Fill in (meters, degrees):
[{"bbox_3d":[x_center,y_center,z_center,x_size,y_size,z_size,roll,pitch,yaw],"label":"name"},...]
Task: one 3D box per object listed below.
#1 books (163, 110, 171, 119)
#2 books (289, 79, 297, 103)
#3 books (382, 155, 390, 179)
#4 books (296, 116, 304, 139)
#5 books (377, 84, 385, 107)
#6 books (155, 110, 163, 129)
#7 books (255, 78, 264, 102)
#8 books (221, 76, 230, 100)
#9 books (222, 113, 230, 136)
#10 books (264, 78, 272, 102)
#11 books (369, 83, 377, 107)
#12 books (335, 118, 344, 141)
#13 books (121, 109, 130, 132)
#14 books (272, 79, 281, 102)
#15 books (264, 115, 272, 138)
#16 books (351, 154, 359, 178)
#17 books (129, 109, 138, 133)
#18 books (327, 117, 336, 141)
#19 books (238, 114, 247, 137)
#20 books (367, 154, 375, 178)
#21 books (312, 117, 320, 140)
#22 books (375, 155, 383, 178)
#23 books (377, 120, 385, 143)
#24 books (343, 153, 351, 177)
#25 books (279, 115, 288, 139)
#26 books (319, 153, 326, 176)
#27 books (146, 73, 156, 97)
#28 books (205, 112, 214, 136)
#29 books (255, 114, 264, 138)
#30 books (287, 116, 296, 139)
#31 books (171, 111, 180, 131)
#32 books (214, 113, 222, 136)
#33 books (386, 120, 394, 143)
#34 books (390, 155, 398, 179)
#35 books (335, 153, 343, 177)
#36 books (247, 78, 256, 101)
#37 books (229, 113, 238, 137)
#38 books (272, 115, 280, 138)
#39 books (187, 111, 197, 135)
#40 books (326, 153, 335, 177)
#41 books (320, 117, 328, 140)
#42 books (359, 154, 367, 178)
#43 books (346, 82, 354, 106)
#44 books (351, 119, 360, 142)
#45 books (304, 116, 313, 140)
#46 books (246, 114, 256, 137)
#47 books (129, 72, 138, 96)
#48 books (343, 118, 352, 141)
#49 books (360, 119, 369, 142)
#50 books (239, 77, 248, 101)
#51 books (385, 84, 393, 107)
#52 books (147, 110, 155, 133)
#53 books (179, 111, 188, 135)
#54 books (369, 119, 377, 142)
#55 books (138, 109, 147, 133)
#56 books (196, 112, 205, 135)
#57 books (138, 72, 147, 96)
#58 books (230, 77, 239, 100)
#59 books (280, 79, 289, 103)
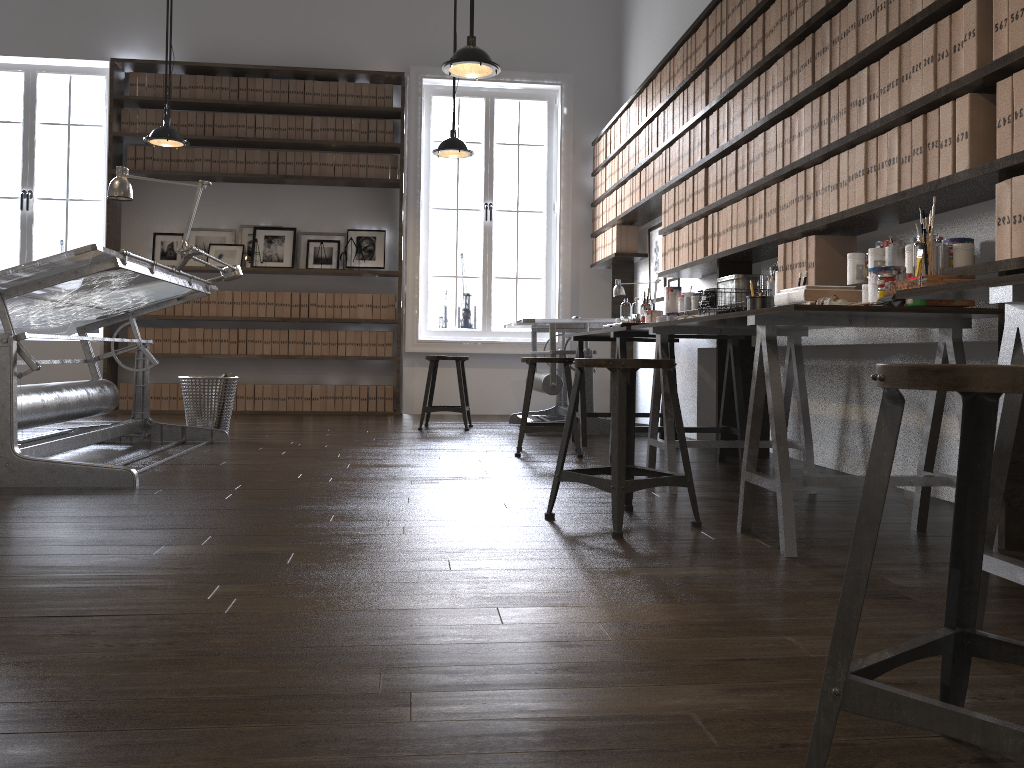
[{"bbox_3d":[-2.975,-2.238,7.681,0.067,0.226,0.174,1,0,-6],"label":"books"},{"bbox_3d":[-1.921,-2.546,7.810,0.067,0.226,0.174,1,0,-6],"label":"books"},{"bbox_3d":[-1.121,-1.907,7.887,0.067,0.226,0.174,1,0,-6],"label":"books"},{"bbox_3d":[-1.863,-2.227,7.811,0.067,0.226,0.174,1,0,-6],"label":"books"},{"bbox_3d":[-1.167,-2.539,7.897,0.067,0.226,0.174,1,0,-7],"label":"books"},{"bbox_3d":[-3.041,-2.239,7.678,0.067,0.226,0.174,1,0,-7],"label":"books"},{"bbox_3d":[-2.205,-2.549,7.774,0.067,0.226,0.174,1,0,-7],"label":"books"},{"bbox_3d":[-2.489,-2.552,7.744,0.067,0.226,0.174,1,0,-7],"label":"books"},{"bbox_3d":[-2.483,-2.233,7.740,0.067,0.226,0.174,1,0,-7],"label":"books"},{"bbox_3d":[-2.133,-2.548,7.785,0.067,0.226,0.174,1,0,-7],"label":"books"},{"bbox_3d":[-1.238,-2.540,7.889,0.067,0.226,0.174,1,0,-7],"label":"books"},{"bbox_3d":[-1.526,-2.224,7.850,0.067,0.226,0.174,1,0,-6],"label":"books"},{"bbox_3d":[-3.315,-2.241,7.650,0.067,0.226,0.174,1,0,-7],"label":"books"},{"bbox_3d":[-2.065,-2.548,7.797,0.067,0.226,0.174,1,0,-6],"label":"books"},{"bbox_3d":[-2.130,-2.229,7.779,0.067,0.226,0.174,1,0,-7],"label":"books"},{"bbox_3d":[-1.391,-1.910,7.860,0.067,0.226,0.174,1,0,-7],"label":"books"},{"bbox_3d":[-3.246,-2.241,7.656,0.067,0.226,0.174,1,0,-7],"label":"books"},{"bbox_3d":[-1.592,-2.224,7.837,0.067,0.226,0.174,1,0,-7],"label":"books"},{"bbox_3d":[-2.348,-2.232,7.751,0.067,0.226,0.174,1,0,-7],"label":"books"},{"bbox_3d":[-1.249,-1.908,7.869,0.067,0.226,0.174,1,0,-6],"label":"books"},{"bbox_3d":[-1.721,-2.225,7.825,0.067,0.226,0.174,1,0,-6],"label":"books"},{"bbox_3d":[-1.183,-1.908,7.876,0.067,0.226,0.174,1,0,-7],"label":"books"},{"bbox_3d":[-1.166,-2.220,7.891,0.067,0.226,0.174,1,0,-7],"label":"books"},{"bbox_3d":[-1.460,-1.911,7.850,0.067,0.226,0.174,1,0,-7],"label":"books"},{"bbox_3d":[-2.001,-2.228,7.791,0.067,0.226,0.174,1,0,-6],"label":"books"},{"bbox_3d":[-1.664,-1.913,7.827,0.067,0.226,0.174,1,0,-7],"label":"books"},{"bbox_3d":[-3.107,-2.558,7.676,0.067,0.226,0.174,1,0,-7],"label":"books"},{"bbox_3d":[-2.622,-2.234,7.722,0.067,0.226,0.174,1,0,-7],"label":"books"},{"bbox_3d":[-2.202,-2.230,7.769,0.067,0.226,0.174,1,0,-6],"label":"books"},{"bbox_3d":[-1.933,-2.228,7.805,0.067,0.226,0.174,1,0,-6],"label":"books"},{"bbox_3d":[-2.908,-2.237,7.695,0.067,0.226,0.174,1,0,-7],"label":"books"},{"bbox_3d":[-2.549,-2.234,7.736,0.067,0.226,0.174,1,0,-6],"label":"books"},{"bbox_3d":[-1.090,-2.219,7.897,0.067,0.226,0.174,1,0,-6],"label":"books"},{"bbox_3d":[-1.051,-1.907,7.896,0.067,0.226,0.174,1,0,-6],"label":"books"},{"bbox_3d":[-1.530,-1.911,7.839,0.067,0.226,0.174,1,0,-6],"label":"books"},{"bbox_3d":[-2.271,-2.550,7.773,0.067,0.226,0.174,1,0,-7],"label":"books"},{"bbox_3d":[-2.420,-2.232,7.743,0.067,0.226,0.174,1,0,-6],"label":"books"},{"bbox_3d":[-2.068,-2.229,7.788,0.067,0.226,0.174,1,0,-7],"label":"books"},{"bbox_3d":[-2.767,-2.236,7.706,0.067,0.226,0.174,1,0,-6],"label":"books"},{"bbox_3d":[-1.602,-1.912,7.832,0.067,0.226,0.174,1,0,-7],"label":"books"},{"bbox_3d":[-1.659,-2.225,7.834,0.067,0.226,0.174,1,0,-6],"label":"books"},{"bbox_3d":[-1.321,-1.909,7.864,0.067,0.226,0.174,1,0,-6],"label":"books"},{"bbox_3d":[-1.433,-2.541,7.864,0.067,0.226,0.174,1,0,-7],"label":"books"},{"bbox_3d":[-1.384,-2.222,7.862,0.067,0.226,0.174,1,0,-7],"label":"books"},{"bbox_3d":[-1.793,-2.226,7.815,0.067,0.226,0.174,1,0,-7],"label":"books"},{"bbox_3d":[-2.276,-2.231,7.763,0.067,0.226,0.174,1,0,-7],"label":"books"},{"bbox_3d":[-3.250,-2.559,7.656,0.067,0.226,0.174,1,0,-6],"label":"books"},{"bbox_3d":[-1.455,-2.223,7.858,0.067,0.226,0.174,1,0,-6],"label":"books"},{"bbox_3d":[-1.314,-2.221,7.874,0.067,0.226,0.174,1,0,-7],"label":"books"},{"bbox_3d":[-2.344,-2.551,7.759,0.067,0.226,0.174,1,0,-6],"label":"books"},{"bbox_3d":[-1.097,-2.538,7.900,0.067,0.226,0.174,1,0,-6],"label":"books"},{"bbox_3d":[-3.104,-2.239,7.670,0.067,0.226,0.174,1,0,-7],"label":"books"},{"bbox_3d":[-2.838,-2.237,7.703,0.067,0.226,0.174,1,0,-7],"label":"books"},{"bbox_3d":[-1.239,-2.221,7.877,0.067,0.226,0.174,1,0,-6],"label":"books"},{"bbox_3d":[-3.176,-2.240,7.660,0.067,0.226,0.174,1,0,-6],"label":"books"},{"bbox_3d":[-2.697,-2.235,7.719,0.067,0.226,0.174,1,0,-6],"label":"books"},{"bbox_3d":[-3.178,-2.559,7.664,0.067,0.226,0.174,1,0,-7],"label":"books"},{"bbox_3d":[-2.419,-2.551,7.756,0.067,0.226,0.174,1,0,-7],"label":"books"},{"bbox_3d":[-1.995,-2.547,7.803,0.067,0.226,0.174,1,0,-6],"label":"books"}]
